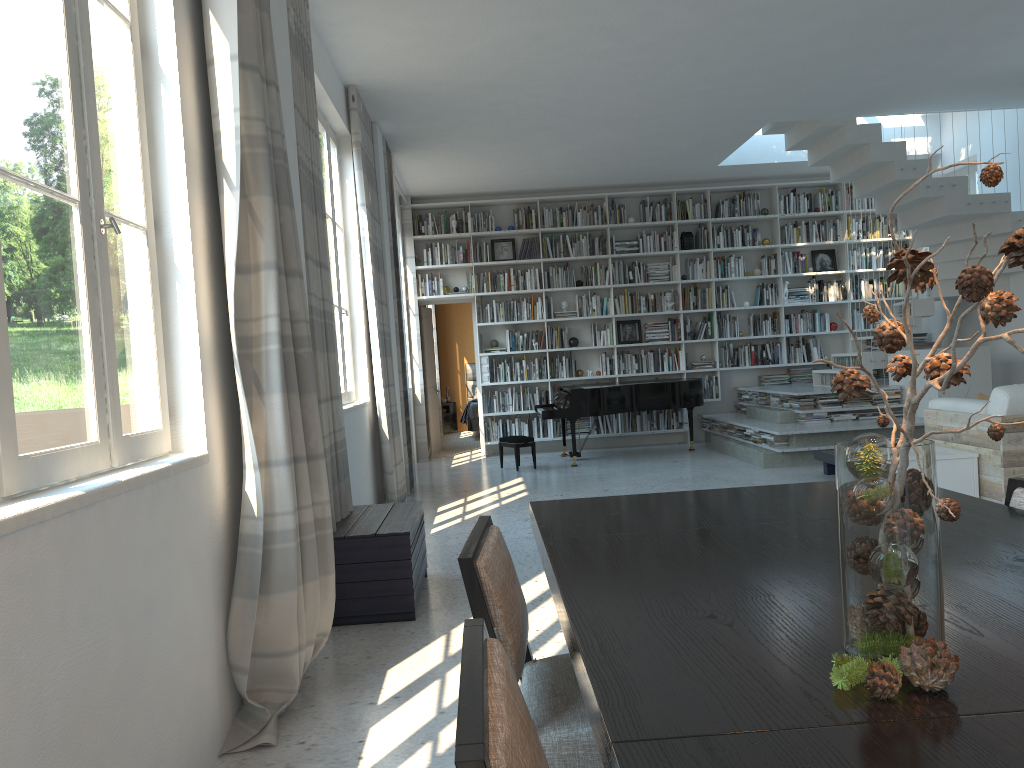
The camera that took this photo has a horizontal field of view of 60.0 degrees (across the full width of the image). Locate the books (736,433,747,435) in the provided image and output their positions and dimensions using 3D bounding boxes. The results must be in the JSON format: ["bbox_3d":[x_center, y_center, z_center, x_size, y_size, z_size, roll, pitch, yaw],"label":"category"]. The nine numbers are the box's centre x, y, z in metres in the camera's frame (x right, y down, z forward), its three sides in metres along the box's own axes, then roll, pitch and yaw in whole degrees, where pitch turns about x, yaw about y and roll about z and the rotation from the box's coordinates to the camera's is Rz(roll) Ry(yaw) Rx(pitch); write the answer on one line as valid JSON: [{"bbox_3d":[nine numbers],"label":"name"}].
[{"bbox_3d":[2.514,0.530,9.492,0.177,0.011,0.220,-4,1,0],"label":"books"}]

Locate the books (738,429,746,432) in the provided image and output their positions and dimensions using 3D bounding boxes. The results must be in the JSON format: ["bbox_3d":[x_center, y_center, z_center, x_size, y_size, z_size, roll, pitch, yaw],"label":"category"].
[{"bbox_3d":[2.525,0.490,9.491,0.142,0.017,0.239,-4,1,-6],"label":"books"}]

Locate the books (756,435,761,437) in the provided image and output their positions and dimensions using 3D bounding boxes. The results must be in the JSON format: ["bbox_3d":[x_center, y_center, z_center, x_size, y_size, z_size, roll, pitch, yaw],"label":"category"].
[{"bbox_3d":[2.541,0.517,8.885,0.150,0.004,0.290,-4,1,2],"label":"books"}]

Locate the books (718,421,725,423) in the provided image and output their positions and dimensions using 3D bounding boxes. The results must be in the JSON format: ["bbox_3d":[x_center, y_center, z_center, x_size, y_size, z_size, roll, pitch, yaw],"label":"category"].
[{"bbox_3d":[2.477,0.428,10.107,0.193,0.005,0.224,-4,1,-6],"label":"books"}]

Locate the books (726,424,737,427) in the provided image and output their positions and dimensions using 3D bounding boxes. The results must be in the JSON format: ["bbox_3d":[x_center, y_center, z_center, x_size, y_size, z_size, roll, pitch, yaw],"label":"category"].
[{"bbox_3d":[2.497,0.458,9.799,0.179,0.012,0.249,-4,1,-5],"label":"books"}]

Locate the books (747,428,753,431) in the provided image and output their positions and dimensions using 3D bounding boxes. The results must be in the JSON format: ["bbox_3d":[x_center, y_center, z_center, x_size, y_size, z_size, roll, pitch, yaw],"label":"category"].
[{"bbox_3d":[2.530,0.463,9.184,0.139,0.013,0.288,-4,1,3],"label":"books"}]

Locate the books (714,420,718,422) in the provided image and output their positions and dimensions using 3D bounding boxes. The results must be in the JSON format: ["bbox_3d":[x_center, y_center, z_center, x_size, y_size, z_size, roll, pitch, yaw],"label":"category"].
[{"bbox_3d":[2.486,0.435,10.420,0.159,0.006,0.285,-4,1,0],"label":"books"}]

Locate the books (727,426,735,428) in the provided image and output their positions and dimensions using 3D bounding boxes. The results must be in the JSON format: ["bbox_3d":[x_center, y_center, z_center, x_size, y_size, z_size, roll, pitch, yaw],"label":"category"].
[{"bbox_3d":[2.500,0.471,9.799,0.165,0.014,0.235,-4,1,-7],"label":"books"}]

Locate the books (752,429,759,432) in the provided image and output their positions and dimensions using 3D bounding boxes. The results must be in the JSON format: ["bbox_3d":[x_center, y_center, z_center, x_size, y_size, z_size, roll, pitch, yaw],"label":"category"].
[{"bbox_3d":[2.524,0.456,8.882,0.182,0.016,0.256,-4,1,1],"label":"books"}]

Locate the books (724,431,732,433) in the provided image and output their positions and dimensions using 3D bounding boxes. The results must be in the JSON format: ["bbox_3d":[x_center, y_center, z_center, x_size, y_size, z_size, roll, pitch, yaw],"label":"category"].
[{"bbox_3d":[2.513,0.539,10.112,0.140,0.008,0.283,-4,1,-4],"label":"books"}]

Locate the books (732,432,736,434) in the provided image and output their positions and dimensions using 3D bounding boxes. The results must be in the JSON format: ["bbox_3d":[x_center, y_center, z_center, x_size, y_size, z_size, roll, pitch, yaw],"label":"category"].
[{"bbox_3d":[2.529,0.538,9.803,0.132,0.009,0.269,-4,1,-1],"label":"books"}]

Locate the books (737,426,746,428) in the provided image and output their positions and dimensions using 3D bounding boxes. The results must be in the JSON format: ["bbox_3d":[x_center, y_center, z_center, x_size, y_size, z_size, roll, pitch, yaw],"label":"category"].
[{"bbox_3d":[2.524,0.456,9.490,0.157,0.007,0.268,-4,1,-2],"label":"books"}]

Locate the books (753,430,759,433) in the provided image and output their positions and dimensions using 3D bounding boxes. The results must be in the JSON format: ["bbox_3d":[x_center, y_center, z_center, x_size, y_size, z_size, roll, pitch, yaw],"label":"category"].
[{"bbox_3d":[2.525,0.469,8.883,0.178,0.010,0.195,-4,1,3],"label":"books"}]

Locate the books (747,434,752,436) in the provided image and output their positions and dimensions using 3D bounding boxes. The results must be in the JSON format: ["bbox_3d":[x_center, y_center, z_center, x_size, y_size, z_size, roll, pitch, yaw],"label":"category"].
[{"bbox_3d":[2.523,0.517,9.186,0.171,0.007,0.260,-4,1,1],"label":"books"}]

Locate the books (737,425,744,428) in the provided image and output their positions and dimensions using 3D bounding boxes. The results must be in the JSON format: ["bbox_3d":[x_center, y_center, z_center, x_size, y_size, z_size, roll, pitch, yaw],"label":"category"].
[{"bbox_3d":[2.520,0.449,9.489,0.160,0.008,0.239,-4,1,-1],"label":"books"}]

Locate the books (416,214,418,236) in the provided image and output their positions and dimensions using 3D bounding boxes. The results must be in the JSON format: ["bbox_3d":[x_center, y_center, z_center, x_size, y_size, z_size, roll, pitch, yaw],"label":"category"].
[{"bbox_3d":[-1.162,-1.941,10.924,0.014,0.286,0.175,-4,2,-2],"label":"books"}]

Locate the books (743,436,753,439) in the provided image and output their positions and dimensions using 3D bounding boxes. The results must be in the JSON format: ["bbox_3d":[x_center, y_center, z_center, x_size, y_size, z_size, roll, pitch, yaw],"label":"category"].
[{"bbox_3d":[2.525,0.547,9.187,0.180,0.008,0.267,-4,1,-3],"label":"books"}]

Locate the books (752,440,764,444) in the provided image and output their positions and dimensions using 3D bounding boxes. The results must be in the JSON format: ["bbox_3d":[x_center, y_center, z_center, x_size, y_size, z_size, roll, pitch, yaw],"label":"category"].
[{"bbox_3d":[2.525,0.578,8.887,0.191,0.016,0.208,-4,1,3],"label":"books"}]

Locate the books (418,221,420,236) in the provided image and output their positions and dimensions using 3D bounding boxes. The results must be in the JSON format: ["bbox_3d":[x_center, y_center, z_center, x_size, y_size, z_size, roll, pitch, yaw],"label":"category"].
[{"bbox_3d":[-1.140,-1.897,10.929,0.024,0.195,0.167,-4,2,-2],"label":"books"}]

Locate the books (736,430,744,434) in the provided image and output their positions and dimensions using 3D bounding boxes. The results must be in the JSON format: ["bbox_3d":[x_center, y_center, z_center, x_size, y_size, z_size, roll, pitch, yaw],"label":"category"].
[{"bbox_3d":[2.515,0.512,9.491,0.160,0.025,0.244,-4,1,-7],"label":"books"}]

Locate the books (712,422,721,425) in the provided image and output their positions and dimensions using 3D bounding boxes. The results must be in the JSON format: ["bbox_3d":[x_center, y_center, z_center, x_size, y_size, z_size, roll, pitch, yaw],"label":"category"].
[{"bbox_3d":[2.478,0.465,10.421,0.180,0.015,0.294,-4,1,-4],"label":"books"}]

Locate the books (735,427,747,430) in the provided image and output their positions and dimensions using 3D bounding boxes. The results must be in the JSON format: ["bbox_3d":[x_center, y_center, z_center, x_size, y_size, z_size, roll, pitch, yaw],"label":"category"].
[{"bbox_3d":[2.510,0.467,9.490,0.170,0.014,0.281,-4,1,-5],"label":"books"}]

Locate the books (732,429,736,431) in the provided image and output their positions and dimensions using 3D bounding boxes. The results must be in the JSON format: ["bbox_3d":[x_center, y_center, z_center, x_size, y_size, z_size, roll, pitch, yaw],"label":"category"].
[{"bbox_3d":[2.523,0.500,9.801,0.140,0.013,0.180,-4,1,-1],"label":"books"}]

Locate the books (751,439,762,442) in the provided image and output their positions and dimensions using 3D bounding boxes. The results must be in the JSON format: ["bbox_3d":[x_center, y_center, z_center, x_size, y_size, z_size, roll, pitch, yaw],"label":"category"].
[{"bbox_3d":[2.528,0.558,8.886,0.191,0.006,0.275,-4,1,0],"label":"books"}]

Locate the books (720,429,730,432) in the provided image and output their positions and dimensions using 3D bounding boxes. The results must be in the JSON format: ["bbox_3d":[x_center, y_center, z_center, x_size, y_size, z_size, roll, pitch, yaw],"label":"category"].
[{"bbox_3d":[2.500,0.530,10.112,0.159,0.012,0.292,-4,1,-5],"label":"books"}]

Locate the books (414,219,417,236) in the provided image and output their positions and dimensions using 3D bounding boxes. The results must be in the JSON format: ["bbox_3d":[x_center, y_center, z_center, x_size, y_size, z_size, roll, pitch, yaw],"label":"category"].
[{"bbox_3d":[-1.179,-1.909,10.934,0.023,0.223,0.150,-4,2,-2],"label":"books"}]

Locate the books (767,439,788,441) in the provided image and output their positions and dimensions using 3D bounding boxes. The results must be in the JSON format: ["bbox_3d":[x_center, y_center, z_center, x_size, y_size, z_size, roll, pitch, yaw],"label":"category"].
[{"bbox_3d":[2.566,0.532,8.582,0.137,0.019,0.224,-4,1,-1],"label":"books"}]

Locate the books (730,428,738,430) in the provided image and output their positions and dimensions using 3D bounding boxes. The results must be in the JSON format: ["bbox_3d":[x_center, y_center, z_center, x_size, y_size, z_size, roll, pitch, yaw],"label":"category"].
[{"bbox_3d":[2.514,0.490,9.801,0.155,0.009,0.297,-4,1,-1],"label":"books"}]

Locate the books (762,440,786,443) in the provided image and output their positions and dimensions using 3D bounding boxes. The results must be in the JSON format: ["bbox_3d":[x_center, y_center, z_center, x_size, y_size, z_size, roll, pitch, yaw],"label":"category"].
[{"bbox_3d":[2.535,0.552,8.582,0.187,0.017,0.205,-4,1,3],"label":"books"}]

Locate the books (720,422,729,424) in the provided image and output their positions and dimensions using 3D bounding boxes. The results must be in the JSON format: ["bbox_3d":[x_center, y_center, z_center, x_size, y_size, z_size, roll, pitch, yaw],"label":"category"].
[{"bbox_3d":[2.492,0.435,10.108,0.174,0.011,0.227,-4,1,-3],"label":"books"}]

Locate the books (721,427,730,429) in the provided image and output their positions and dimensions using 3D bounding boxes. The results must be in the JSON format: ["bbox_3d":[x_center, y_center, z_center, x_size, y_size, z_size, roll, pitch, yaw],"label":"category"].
[{"bbox_3d":[2.497,0.499,10.110,0.159,0.011,0.246,-4,1,-6],"label":"books"}]

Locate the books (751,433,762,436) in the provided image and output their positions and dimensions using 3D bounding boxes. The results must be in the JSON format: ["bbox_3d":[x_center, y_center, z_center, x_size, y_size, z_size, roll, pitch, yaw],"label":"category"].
[{"bbox_3d":[2.529,0.503,8.884,0.168,0.013,0.281,-4,1,-7],"label":"books"}]

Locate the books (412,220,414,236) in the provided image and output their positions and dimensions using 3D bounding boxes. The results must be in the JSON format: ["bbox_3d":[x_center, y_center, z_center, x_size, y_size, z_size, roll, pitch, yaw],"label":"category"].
[{"bbox_3d":[-1.220,-1.903,10.921,0.014,0.219,0.188,-4,2,-2],"label":"books"}]

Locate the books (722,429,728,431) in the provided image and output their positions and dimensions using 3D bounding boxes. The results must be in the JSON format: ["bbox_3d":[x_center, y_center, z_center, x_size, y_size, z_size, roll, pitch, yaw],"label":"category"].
[{"bbox_3d":[2.504,0.518,10.111,0.165,0.012,0.205,-4,1,-2],"label":"books"}]

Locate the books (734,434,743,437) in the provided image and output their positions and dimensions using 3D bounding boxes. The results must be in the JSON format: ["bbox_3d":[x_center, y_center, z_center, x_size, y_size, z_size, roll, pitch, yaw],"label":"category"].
[{"bbox_3d":[2.506,0.549,9.492,0.189,0.009,0.290,-4,1,1],"label":"books"}]

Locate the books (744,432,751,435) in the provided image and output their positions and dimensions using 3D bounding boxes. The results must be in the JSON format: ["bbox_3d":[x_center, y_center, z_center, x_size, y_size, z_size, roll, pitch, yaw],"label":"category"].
[{"bbox_3d":[2.520,0.506,9.185,0.180,0.017,0.182,-4,1,-5],"label":"books"}]

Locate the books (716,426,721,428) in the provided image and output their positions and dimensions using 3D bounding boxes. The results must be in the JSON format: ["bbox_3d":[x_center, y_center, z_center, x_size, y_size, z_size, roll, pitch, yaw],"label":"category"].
[{"bbox_3d":[2.500,0.497,10.422,0.147,0.012,0.206,-4,1,-1],"label":"books"}]

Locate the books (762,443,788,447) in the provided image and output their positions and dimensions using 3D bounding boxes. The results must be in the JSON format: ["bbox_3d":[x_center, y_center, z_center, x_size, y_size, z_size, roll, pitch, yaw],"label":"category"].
[{"bbox_3d":[2.543,0.583,8.583,0.184,0.017,0.230,-4,1,0],"label":"books"}]

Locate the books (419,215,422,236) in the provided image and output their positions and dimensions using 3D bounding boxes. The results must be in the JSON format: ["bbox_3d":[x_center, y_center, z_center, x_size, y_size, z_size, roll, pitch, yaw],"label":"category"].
[{"bbox_3d":[-1.118,-1.935,10.923,0.025,0.269,0.177,-4,2,-2],"label":"books"}]

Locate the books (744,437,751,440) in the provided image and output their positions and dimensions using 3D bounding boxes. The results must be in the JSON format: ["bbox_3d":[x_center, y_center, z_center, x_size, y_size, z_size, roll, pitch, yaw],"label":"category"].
[{"bbox_3d":[2.531,0.563,9.188,0.171,0.005,0.297,-4,1,-3],"label":"books"}]

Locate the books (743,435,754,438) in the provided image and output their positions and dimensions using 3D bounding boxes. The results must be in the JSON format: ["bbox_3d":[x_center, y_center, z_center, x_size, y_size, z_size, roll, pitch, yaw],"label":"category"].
[{"bbox_3d":[2.519,0.538,9.186,0.189,0.013,0.215,-4,1,-4],"label":"books"}]

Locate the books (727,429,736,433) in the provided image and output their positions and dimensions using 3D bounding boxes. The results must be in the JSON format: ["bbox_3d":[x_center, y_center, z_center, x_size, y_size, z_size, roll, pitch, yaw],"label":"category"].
[{"bbox_3d":[2.503,0.515,9.801,0.182,0.013,0.287,-4,1,-1],"label":"books"}]

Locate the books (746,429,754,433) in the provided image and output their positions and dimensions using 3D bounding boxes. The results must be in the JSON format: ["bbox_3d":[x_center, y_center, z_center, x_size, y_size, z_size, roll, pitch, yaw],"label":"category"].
[{"bbox_3d":[2.534,0.483,9.185,0.141,0.028,0.222,-4,1,-7],"label":"books"}]

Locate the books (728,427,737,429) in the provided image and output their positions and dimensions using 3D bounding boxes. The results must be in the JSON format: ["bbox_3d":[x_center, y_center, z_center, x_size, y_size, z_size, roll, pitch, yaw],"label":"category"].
[{"bbox_3d":[2.509,0.481,9.800,0.169,0.009,0.241,-4,1,-2],"label":"books"}]

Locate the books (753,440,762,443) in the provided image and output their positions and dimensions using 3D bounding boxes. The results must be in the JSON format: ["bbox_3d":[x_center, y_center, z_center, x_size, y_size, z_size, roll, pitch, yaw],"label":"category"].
[{"bbox_3d":[2.535,0.565,8.887,0.178,0.009,0.276,-4,1,-4],"label":"books"}]

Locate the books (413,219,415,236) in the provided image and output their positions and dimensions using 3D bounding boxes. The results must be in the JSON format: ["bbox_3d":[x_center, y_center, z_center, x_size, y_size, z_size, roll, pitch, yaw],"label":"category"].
[{"bbox_3d":[-1.203,-1.910,10.943,0.024,0.228,0.129,-4,2,-2],"label":"books"}]

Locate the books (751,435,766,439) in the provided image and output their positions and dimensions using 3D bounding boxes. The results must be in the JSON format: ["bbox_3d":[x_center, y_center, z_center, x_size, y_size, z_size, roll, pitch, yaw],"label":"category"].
[{"bbox_3d":[2.528,0.528,8.885,0.191,0.015,0.246,-4,1,-1],"label":"books"}]

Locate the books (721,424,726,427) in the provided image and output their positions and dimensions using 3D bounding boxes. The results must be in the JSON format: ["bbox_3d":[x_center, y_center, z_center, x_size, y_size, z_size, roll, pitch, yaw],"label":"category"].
[{"bbox_3d":[2.483,0.464,10.109,0.182,0.016,0.198,-4,1,3],"label":"books"}]

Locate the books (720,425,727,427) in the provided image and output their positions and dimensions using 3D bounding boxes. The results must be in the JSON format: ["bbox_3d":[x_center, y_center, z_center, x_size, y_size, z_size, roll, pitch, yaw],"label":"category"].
[{"bbox_3d":[2.491,0.476,10.109,0.169,0.009,0.241,-4,1,-6],"label":"books"}]

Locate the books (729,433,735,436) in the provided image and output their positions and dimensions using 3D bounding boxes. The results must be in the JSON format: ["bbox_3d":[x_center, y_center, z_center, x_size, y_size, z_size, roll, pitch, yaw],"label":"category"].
[{"bbox_3d":[2.507,0.553,9.802,0.161,0.008,0.254,-4,1,3],"label":"books"}]

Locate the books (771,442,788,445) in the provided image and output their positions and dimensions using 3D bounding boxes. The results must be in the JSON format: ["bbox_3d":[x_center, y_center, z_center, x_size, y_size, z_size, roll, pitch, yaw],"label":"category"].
[{"bbox_3d":[2.572,0.566,8.583,0.132,0.014,0.205,-4,1,-2],"label":"books"}]

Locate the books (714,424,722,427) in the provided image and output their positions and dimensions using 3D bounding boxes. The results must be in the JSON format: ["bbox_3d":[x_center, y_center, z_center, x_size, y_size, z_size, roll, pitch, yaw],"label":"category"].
[{"bbox_3d":[2.482,0.482,10.421,0.171,0.020,0.193,-4,1,2],"label":"books"}]

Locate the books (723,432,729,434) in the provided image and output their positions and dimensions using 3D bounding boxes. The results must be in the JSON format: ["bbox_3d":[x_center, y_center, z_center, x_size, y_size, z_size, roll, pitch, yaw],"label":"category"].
[{"bbox_3d":[2.505,0.551,10.113,0.157,0.014,0.180,-4,1,-5],"label":"books"}]

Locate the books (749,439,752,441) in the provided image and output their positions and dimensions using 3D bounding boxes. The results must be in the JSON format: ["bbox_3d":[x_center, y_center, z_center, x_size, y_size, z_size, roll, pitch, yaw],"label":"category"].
[{"bbox_3d":[2.535,0.569,9.188,0.147,0.008,0.236,-4,1,3],"label":"books"}]

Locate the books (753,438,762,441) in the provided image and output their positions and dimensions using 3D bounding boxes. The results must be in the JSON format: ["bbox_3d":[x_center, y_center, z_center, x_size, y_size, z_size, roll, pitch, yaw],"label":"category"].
[{"bbox_3d":[2.542,0.551,8.886,0.170,0.006,0.268,-4,1,-2],"label":"books"}]

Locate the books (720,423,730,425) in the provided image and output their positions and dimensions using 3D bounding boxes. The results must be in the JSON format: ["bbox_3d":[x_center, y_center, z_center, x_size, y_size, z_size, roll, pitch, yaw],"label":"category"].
[{"bbox_3d":[2.490,0.448,10.109,0.171,0.015,0.252,-4,1,-5],"label":"books"}]

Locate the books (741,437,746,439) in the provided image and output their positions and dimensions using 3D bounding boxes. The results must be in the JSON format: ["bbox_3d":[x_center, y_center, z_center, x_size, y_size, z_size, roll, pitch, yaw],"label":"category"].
[{"bbox_3d":[2.528,0.565,9.494,0.142,0.012,0.291,-4,1,2],"label":"books"}]

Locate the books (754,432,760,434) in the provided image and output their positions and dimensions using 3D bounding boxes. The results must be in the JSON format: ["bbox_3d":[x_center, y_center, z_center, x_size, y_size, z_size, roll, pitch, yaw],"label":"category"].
[{"bbox_3d":[2.536,0.485,8.884,0.175,0.006,0.251,-4,1,-2],"label":"books"}]

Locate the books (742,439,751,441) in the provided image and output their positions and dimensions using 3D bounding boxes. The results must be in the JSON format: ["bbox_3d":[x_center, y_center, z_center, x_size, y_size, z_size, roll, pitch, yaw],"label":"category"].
[{"bbox_3d":[2.516,0.577,9.188,0.193,0.005,0.224,-4,1,-6],"label":"books"}]
